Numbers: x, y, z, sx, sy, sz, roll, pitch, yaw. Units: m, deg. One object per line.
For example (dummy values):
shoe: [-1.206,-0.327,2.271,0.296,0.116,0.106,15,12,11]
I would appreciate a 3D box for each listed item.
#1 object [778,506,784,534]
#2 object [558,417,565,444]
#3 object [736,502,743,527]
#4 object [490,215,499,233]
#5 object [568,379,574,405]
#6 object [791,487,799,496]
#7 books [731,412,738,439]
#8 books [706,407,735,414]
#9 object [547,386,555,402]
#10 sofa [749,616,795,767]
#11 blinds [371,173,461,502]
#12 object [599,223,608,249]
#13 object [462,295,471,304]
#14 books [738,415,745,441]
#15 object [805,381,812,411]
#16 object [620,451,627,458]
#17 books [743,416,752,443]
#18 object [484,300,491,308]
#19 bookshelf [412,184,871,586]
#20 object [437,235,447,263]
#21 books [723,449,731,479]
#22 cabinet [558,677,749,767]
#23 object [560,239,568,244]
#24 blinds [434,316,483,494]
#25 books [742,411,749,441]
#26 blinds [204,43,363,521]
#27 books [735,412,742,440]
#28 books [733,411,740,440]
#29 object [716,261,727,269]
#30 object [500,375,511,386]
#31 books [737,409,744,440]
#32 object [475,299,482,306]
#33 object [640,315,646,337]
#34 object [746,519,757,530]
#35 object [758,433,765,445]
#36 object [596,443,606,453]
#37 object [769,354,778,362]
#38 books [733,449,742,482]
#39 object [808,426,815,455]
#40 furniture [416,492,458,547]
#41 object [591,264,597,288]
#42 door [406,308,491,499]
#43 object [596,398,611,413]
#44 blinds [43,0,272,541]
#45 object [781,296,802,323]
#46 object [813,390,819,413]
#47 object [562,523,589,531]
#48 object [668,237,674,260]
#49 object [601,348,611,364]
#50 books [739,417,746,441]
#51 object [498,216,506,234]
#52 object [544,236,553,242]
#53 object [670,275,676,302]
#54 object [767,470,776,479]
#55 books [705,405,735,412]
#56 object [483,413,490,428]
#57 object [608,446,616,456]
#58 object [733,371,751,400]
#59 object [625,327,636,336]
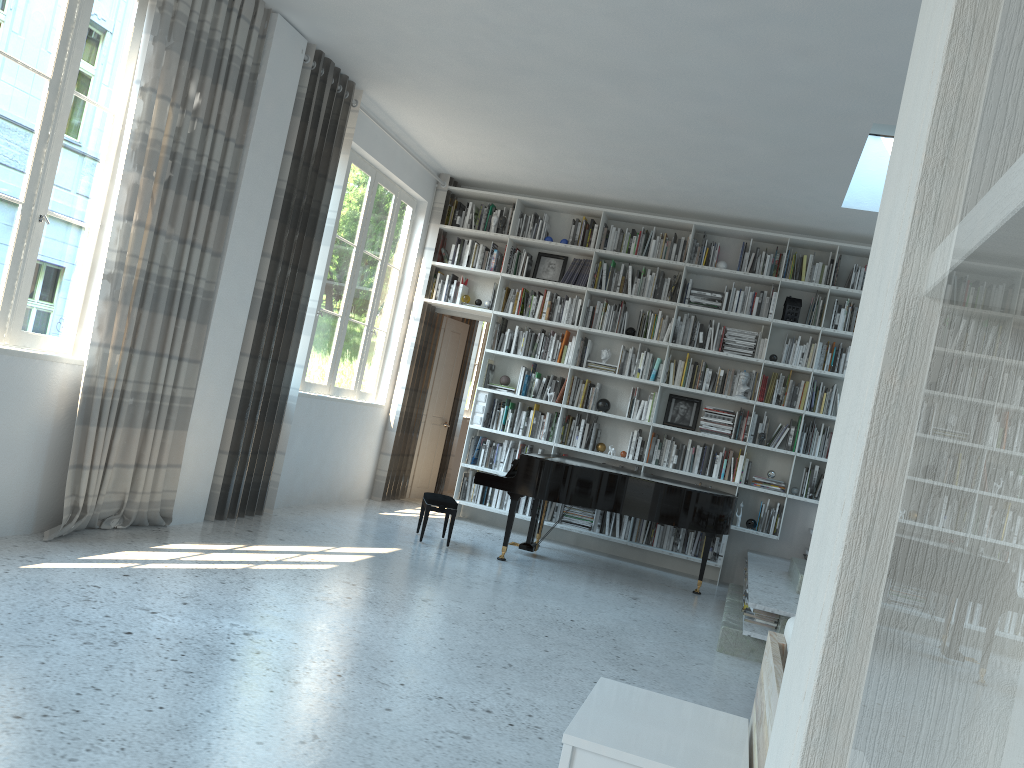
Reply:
object: [2.347,1.195,7.740,0.011,0.260,0.142,12,-1,15]
object: [0.483,0.440,8.376,0.012,0.254,0.161,12,-1,15]
object: [1.995,1.139,7.778,0.053,0.224,0.046,11,-1,27]
object: [-0.175,-1.529,8.539,0.068,0.198,0.067,13,-1,-32]
object: [0.574,0.078,8.391,0.012,0.270,0.130,12,-1,15]
object: [2.485,0.940,7.784,0.071,0.072,0.071,13,-1,-26]
books: [2.004,0.377,7.971,0.012,0.254,0.161,12,-1,15]
books: [1.880,0.241,8.017,0.254,0.012,0.161,12,-2,12]
object: [0.356,0.095,8.265,0.081,0.140,0.044,12,-1,-1]
sofa: [1.559,1.089,1.671,2.193,0.854,0.872,12,-1,15]
blinds: [-0.892,-0.429,8.929,0.139,3.230,0.777,12,-1,15]
object: [0.866,-1.370,8.407,0.012,0.285,0.159,12,-1,15]
object: [-0.447,-0.827,8.642,0.087,0.088,0.086,13,-1,-26]
books: [2.060,0.399,7.969,0.013,0.232,0.134,12,-1,15]
object: [2.619,0.112,7.849,0.013,0.283,0.135,12,-1,15]
object: [1.027,0.647,8.159,0.061,0.062,0.061,13,-1,-26]
books: [2.105,0.409,7.927,0.034,0.229,0.199,12,-1,15]
object: [-0.232,-0.775,8.611,0.071,0.072,0.071,12,-1,-7]
bookshelf: [1.947,0.210,7.939,6.292,3.142,0.330,12,-1,15]
object: [-0.702,-1.321,8.799,0.035,0.295,0.176,12,-1,15]
books: [1.937,0.722,7.983,0.010,0.284,0.132,12,-1,15]
cabinet: [0.300,1.020,2.029,0.380,0.487,0.503,12,-1,15]
object: [0.500,-1.343,8.463,0.082,0.083,0.082,12,-1,-7]
blinds: [-0.593,-0.333,10.066,0.139,3.230,0.777,12,-1,15]
books: [2.091,0.381,7.943,0.011,0.279,0.186,12,-1,15]
blinds: [-1.599,-0.658,6.235,0.139,3.230,0.777,12,-1,15]
books: [2.039,0.383,7.970,0.013,0.256,0.163,12,-1,15]
books: [2.015,0.375,7.965,0.011,0.260,0.184,12,-1,15]
object: [1.905,-1.068,8.062,0.105,0.106,0.104,12,-1,-7]
object: [-0.067,-0.030,8.530,0.105,0.106,0.105,12,-1,-7]
books: [2.053,0.370,7.966,0.011,0.288,0.152,12,-1,15]
object: [-0.327,-0.794,8.659,0.071,0.072,0.071,12,-1,-7]
object: [1.223,-0.519,8.258,0.010,0.225,0.142,12,-1,15]
object: [2.096,1.227,7.769,0.094,0.095,0.093,13,-1,-26]
object: [2.181,0.480,7.753,0.054,0.113,0.079,12,-1,14]
object: [0.829,0.593,8.259,0.091,0.092,0.091,12,-1,-7]
object: [2.309,-0.227,7.833,0.071,0.072,0.071,13,-1,-26]
books: [2.022,0.730,7.951,0.011,0.300,0.149,12,-1,15]
object: [2.635,0.500,7.817,0.007,0.266,0.135,12,-1,15]
furniture: [-0.588,1.043,6.922,0.240,0.353,0.467,12,-1,-10]
object: [0.787,-0.996,8.400,0.012,0.254,0.161,12,-1,15]
door: [-0.593,0.286,9.239,0.833,1.980,0.787,12,-1,15]
object: [0.854,0.202,8.270,0.134,0.135,0.133,13,-1,-26]
blinds: [-1.928,-0.785,4.949,0.183,3.260,1.026,12,-1,15]
object: [2.476,-0.651,7.849,0.135,0.248,0.135,12,-1,5]
object: [2.676,0.162,7.814,0.013,0.208,0.140,12,-1,15]
object: [0.609,1.330,8.272,0.254,0.007,0.161,11,-2,18]
object: [1.480,-1.226,8.233,0.010,0.246,0.157,12,-1,15]
object: [0.877,-0.265,8.320,0.095,0.157,0.121,11,-1,29]
books: [2.074,0.410,7.963,0.021,0.217,0.132,12,-1,15]
object: [-0.099,-1.514,8.518,0.068,0.198,0.067,13,-1,-32]
object: [0.352,-1.373,8.504,0.082,0.083,0.082,12,-1,-7]
object: [1.467,-0.862,8.061,0.075,0.254,0.075,12,-1,-6]
object: [2.273,0.792,7.769,0.071,0.072,0.071,13,-1,-26]
books: [1.882,0.229,8.015,0.254,0.012,0.161,11,-2,19]
object: [-0.241,0.345,8.425,0.045,0.146,0.045,13,-1,-36]
object: [0.926,0.610,8.164,0.060,0.095,0.078,11,-1,32]
object: [2.045,0.013,7.848,0.137,0.244,0.138,12,-1,-19]
object: [1.102,-0.479,8.235,0.097,0.098,0.097,13,-1,-26]
